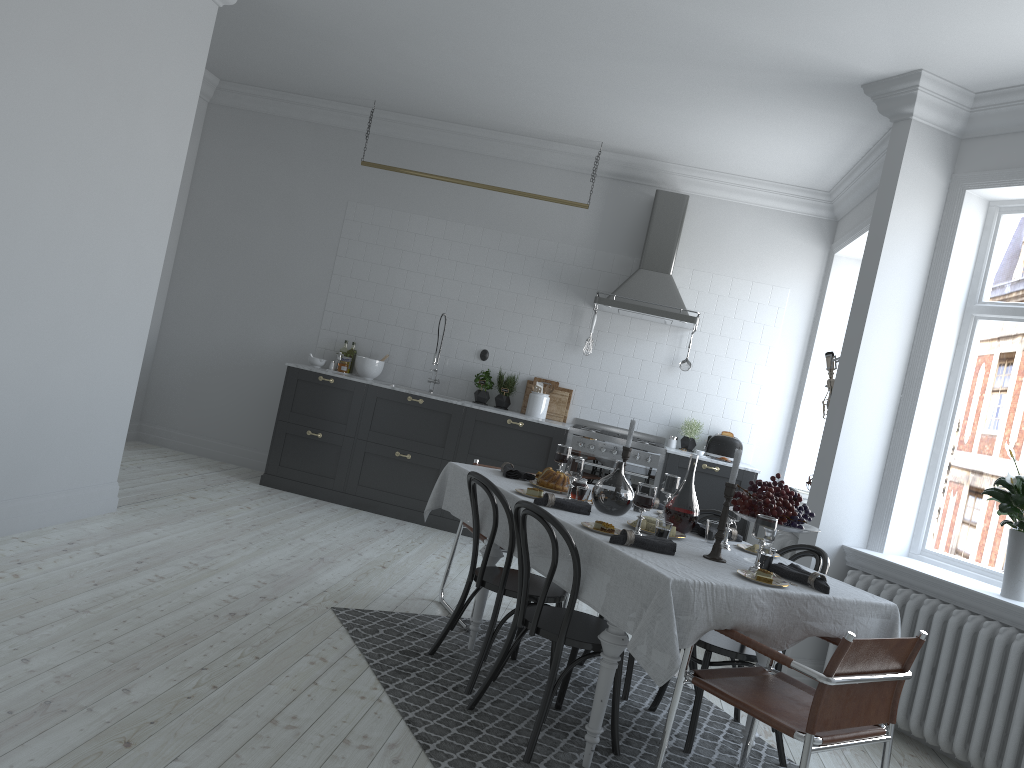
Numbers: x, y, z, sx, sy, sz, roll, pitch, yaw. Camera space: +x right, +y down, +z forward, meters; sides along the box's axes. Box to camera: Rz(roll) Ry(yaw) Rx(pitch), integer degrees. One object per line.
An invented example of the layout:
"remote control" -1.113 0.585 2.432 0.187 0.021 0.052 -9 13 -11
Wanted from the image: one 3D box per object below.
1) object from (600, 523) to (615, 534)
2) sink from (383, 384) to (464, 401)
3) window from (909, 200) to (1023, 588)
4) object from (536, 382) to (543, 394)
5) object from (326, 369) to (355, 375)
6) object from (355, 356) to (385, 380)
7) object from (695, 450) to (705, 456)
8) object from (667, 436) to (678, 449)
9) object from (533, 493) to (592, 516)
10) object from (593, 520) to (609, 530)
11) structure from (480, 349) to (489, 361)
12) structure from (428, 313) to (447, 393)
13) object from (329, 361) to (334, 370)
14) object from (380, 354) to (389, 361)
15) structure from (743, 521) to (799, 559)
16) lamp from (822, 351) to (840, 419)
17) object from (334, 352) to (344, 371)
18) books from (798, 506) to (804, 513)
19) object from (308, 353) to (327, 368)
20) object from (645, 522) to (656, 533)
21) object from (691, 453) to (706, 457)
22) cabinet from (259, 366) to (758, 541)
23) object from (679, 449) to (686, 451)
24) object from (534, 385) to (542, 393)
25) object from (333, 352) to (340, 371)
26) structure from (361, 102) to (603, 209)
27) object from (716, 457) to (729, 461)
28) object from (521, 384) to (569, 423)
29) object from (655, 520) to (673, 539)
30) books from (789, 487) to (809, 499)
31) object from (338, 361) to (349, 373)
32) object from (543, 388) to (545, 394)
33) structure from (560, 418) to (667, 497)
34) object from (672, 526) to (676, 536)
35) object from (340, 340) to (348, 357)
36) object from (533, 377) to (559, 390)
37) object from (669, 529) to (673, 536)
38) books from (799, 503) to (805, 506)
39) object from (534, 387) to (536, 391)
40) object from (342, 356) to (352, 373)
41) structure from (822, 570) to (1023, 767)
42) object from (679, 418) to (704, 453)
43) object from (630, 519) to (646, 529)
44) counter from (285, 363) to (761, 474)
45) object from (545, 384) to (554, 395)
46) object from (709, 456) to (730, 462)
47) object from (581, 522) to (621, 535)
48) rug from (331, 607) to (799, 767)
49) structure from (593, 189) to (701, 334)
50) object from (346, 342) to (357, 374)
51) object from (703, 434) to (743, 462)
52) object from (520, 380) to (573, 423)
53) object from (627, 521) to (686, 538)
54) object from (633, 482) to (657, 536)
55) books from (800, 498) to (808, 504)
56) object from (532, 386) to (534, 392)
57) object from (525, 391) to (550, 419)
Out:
"object" 0.373 0.561 3.448 0.051 0.039 0.036 12 1 -42
"sink" -0.763 0.169 7.425 0.669 0.203 0.384 13 1 8
"window" 2.966 0.108 4.067 0.061 2.080 2.079 12 1 -30
"object" 0.227 0.132 7.471 0.064 0.290 0.141 12 1 -19
"object" -1.497 -0.105 7.742 0.180 0.008 0.272 13 1 8
"object" -1.246 -0.134 7.696 0.247 0.175 0.247 13 1 21
"object" 1.480 0.546 6.993 0.072 0.040 0.070 12 1 0
"object" 1.336 0.483 7.375 0.072 0.095 0.072 12 1 -37
"object" 0.233 0.515 3.811 0.247 0.061 0.165 12 1 -43
"object" 0.351 0.556 3.482 0.057 0.037 0.021 12 1 -11
"structure" -0.241 -0.251 7.703 0.079 0.103 0.032 13 1 8
"structure" -0.636 -0.261 7.535 0.100 0.692 0.266 13 1 8
"object" -1.557 -0.158 7.671 0.046 0.084 0.046 12 1 -6
"object" -1.175 -0.159 7.716 0.209 0.232 0.042 12 1 -42
"structure" 1.824 1.350 6.435 0.245 0.753 1.673 13 1 8
"lamp" 1.816 0.302 5.090 0.131 0.977 0.312 12 1 -18
"object" -1.504 -0.192 7.709 0.059 0.172 0.059 13 1 39
"books" 2.070 0.873 5.980 0.274 0.016 0.341 13 1 9
"object" -1.691 -0.200 7.719 0.159 0.110 0.172 13 1 3
"object" 0.585 0.603 3.692 0.077 0.040 0.040 13 1 27
"object" 1.477 0.565 6.993 0.126 0.008 0.126 13 1 34
"cabinet" -0.052 0.763 7.354 3.897 1.012 0.646 13 1 8
"object" 1.385 0.534 7.278 0.091 0.018 0.062 13 1 5
"object" 0.183 0.138 7.438 0.054 0.262 0.149 12 1 -17
"object" -1.524 -0.198 7.771 0.059 0.172 0.059 13 1 39
"structure" -0.274 -1.912 7.365 1.988 0.556 0.053 13 1 8
"object" 1.680 0.596 7.041 0.119 0.031 0.074 13 1 40
"object" 0.284 0.163 7.568 0.360 0.261 0.053 13 1 8
"object" 0.581 0.579 3.436 0.066 0.094 0.066 12 1 -4
"books" 2.132 0.799 6.356 0.259 0.038 0.325 13 1 10
"object" -1.457 -0.145 7.668 0.078 0.101 0.078 13 1 36
"object" 0.253 0.159 7.498 0.050 0.247 0.114 12 1 -27
"structure" 0.763 0.903 7.240 0.779 1.096 0.651 13 1 8
"object" 0.667 0.619 3.772 0.039 0.040 0.077 12 1 -13
"object" -1.490 -0.247 7.834 0.066 0.282 0.066 13 1 3
"object" 0.263 0.122 7.596 0.220 0.330 0.041 13 1 8
"object" 0.635 0.616 3.720 0.040 0.039 0.077 12 1 -22
"books" 2.111 0.861 6.357 0.259 0.031 0.328 13 1 6
"object" 0.220 0.151 7.500 0.118 0.250 0.033 13 1 8
"object" -1.460 -0.167 7.773 0.077 0.141 0.044 13 1 8
"structure" 2.174 1.467 4.122 0.245 0.753 1.710 12 1 -29
"object" 1.476 0.418 7.343 0.210 0.283 0.220 13 1 20
"object" 0.531 0.580 3.716 0.039 0.040 0.078 12 1 -18
"counter" 0.060 0.260 7.357 3.902 0.020 0.624 13 1 8
"object" 0.266 0.139 7.494 0.131 0.296 0.056 12 1 -13
"object" 1.634 0.592 7.011 0.209 0.008 0.018 13 1 43
"object" 0.360 0.572 3.476 0.182 0.013 0.182 13 1 23
"rug" 0.263 1.398 3.896 1.701 0.021 2.166 12 1 -24
"structure" 1.196 -1.031 7.245 0.843 1.079 0.567 13 1 8
"object" -1.412 -0.230 7.818 0.089 0.282 0.082 13 1 8
"object" 1.743 0.517 7.307 0.326 0.207 0.219 13 1 13
"object" 0.298 0.150 7.623 0.400 0.290 0.030 13 1 8
"object" 0.608 0.621 3.748 0.251 0.018 0.251 13 1 8
"object" 0.512 0.503 3.499 0.083 0.215 0.083 13 1 12
"books" 2.127 0.834 6.344 0.287 0.031 0.351 13 1 8
"object" 0.191 0.145 7.461 0.117 0.251 0.061 13 1 38
"object" 0.217 0.177 7.462 0.174 0.208 0.174 13 1 3
